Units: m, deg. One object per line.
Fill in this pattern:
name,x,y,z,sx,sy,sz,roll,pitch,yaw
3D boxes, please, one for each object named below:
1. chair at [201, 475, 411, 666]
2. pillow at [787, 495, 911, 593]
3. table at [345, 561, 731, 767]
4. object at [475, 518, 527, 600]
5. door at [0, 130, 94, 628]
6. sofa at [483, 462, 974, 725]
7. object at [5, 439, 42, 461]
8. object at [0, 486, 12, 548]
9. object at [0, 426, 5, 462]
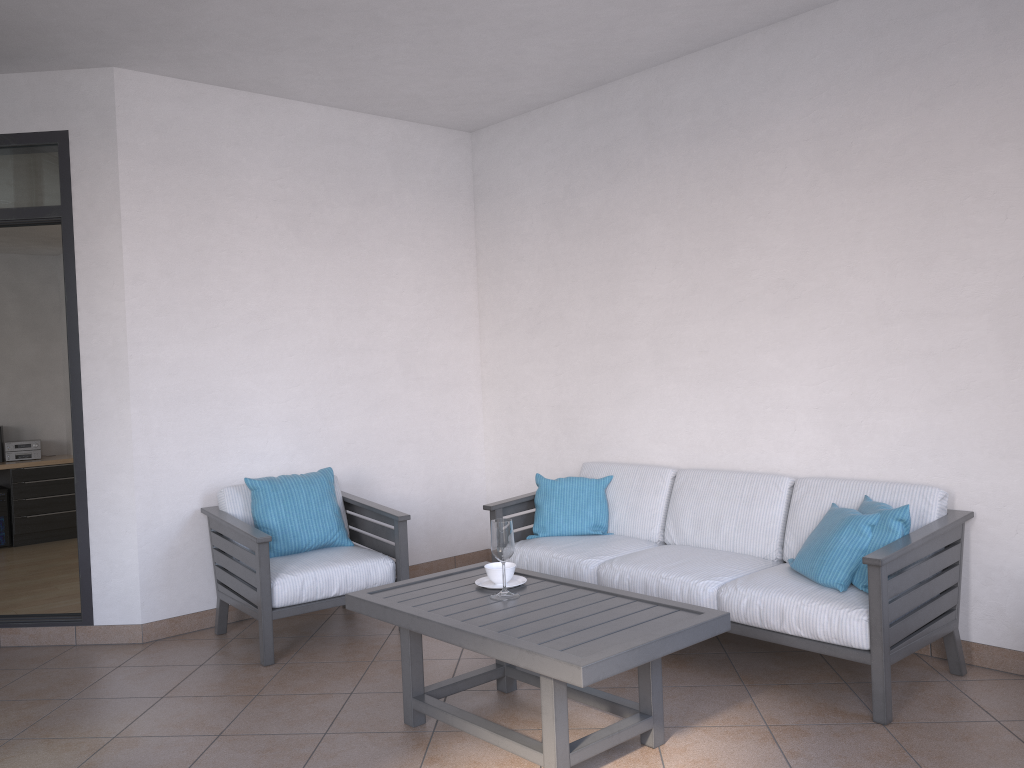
chair,-1.060,0.893,4.560,0.797,0.765,0.807,-3,1,-36
pillow,1.342,0.641,3.558,0.377,0.370,0.543,-2,1,-2
table,0.051,1.017,3.178,0.710,0.473,1.260,-3,1,-42
object,-0.059,0.645,3.400,0.203,0.284,0.337,-2,1,9
door,-2.640,-0.001,4.206,0.905,2.500,0.924,-2,1,3
sofa,0.872,0.819,4.152,0.807,0.765,2.161,-3,1,-42
object,-4.565,0.620,8.293,0.285,0.174,0.270,-3,1,-27
object,-4.704,1.205,8.005,0.215,0.527,0.474,-3,1,-42
object,-4.803,0.543,8.164,0.198,0.354,0.249,-3,1,-27
